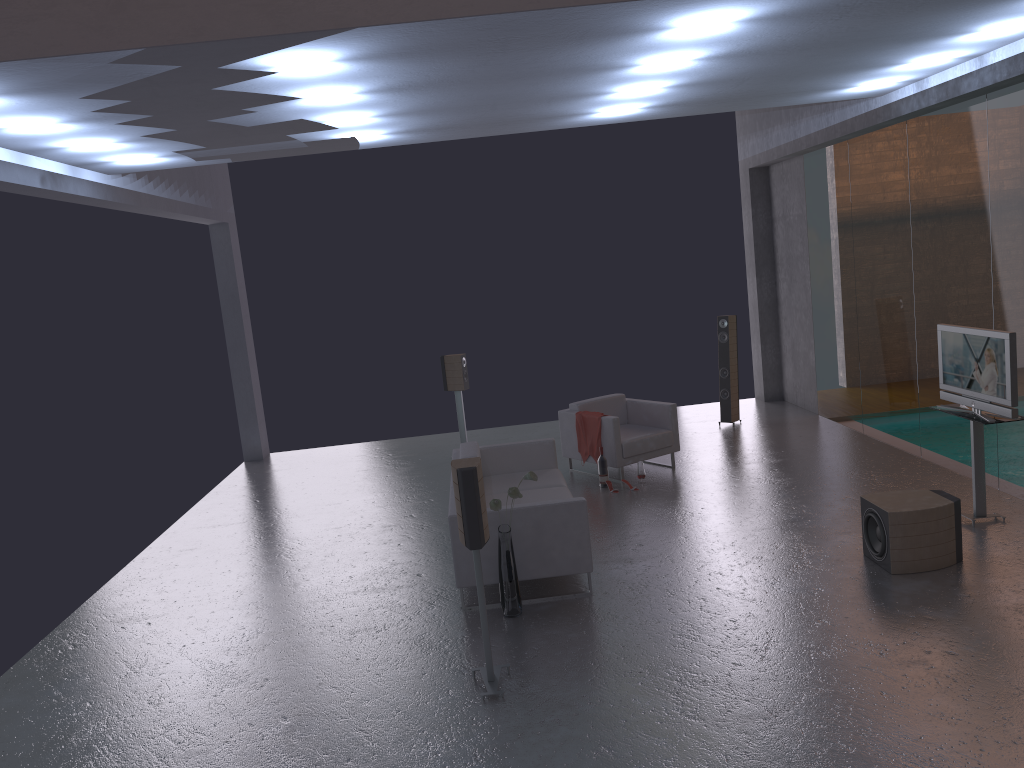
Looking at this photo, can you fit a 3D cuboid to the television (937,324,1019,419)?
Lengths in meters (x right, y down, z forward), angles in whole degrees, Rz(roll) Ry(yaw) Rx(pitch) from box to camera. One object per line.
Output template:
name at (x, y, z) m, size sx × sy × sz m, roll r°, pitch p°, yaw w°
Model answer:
television at (3.669, -0.125, 7.024) m, size 0.054 × 0.644 × 1.000 m, roll -6°, pitch 8°, yaw -2°

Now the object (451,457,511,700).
object at (-0.203, 1.129, 5.180) m, size 0.243 × 1.363 × 0.333 m, roll -6°, pitch 8°, yaw 4°

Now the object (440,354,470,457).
object at (-0.699, 0.292, 11.621) m, size 0.333 × 1.363 × 0.243 m, roll -2°, pitch 9°, yaw 28°

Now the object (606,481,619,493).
object at (1.045, 1.077, 9.289) m, size 0.079 × 0.087 × 0.235 m, roll -10°, pitch 9°, yaw -24°

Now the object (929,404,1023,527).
object at (3.754, 0.642, 7.127) m, size 0.360 × 0.958 × 0.818 m, roll -6°, pitch 8°, yaw -2°

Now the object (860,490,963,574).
object at (2.941, 1.068, 6.512) m, size 0.604 × 0.459 × 0.514 m, roll -6°, pitch 8°, yaw -2°

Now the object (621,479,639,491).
object at (1.240, 1.057, 9.288) m, size 0.079 × 0.087 × 0.235 m, roll -12°, pitch 10°, yaw -35°

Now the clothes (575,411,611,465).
clothes at (0.945, 0.608, 9.878) m, size 0.254 × 0.604 × 0.574 m, roll -11°, pitch 9°, yaw -32°

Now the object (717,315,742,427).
object at (2.934, -0.193, 11.916) m, size 0.244 × 1.473 × 0.444 m, roll 1°, pitch 11°, yaw 42°

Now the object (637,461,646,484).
object at (1.379, 0.944, 9.467) m, size 0.091 × 0.233 × 0.091 m, roll -2°, pitch 9°, yaw 25°

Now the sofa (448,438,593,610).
sofa at (0.023, 1.053, 7.560) m, size 1.026 × 0.824 × 2.353 m, roll -6°, pitch 8°, yaw -2°

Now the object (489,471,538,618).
object at (-0.026, 1.144, 6.087) m, size 0.387 × 1.051 × 0.400 m, roll -1°, pitch 10°, yaw 35°

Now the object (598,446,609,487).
object at (0.971, 0.883, 9.475) m, size 0.109 × 0.435 × 0.109 m, roll -3°, pitch 9°, yaw 24°

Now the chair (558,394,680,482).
chair at (1.227, 0.578, 10.139) m, size 0.936 × 0.808 × 1.026 m, roll -11°, pitch 9°, yaw -32°
